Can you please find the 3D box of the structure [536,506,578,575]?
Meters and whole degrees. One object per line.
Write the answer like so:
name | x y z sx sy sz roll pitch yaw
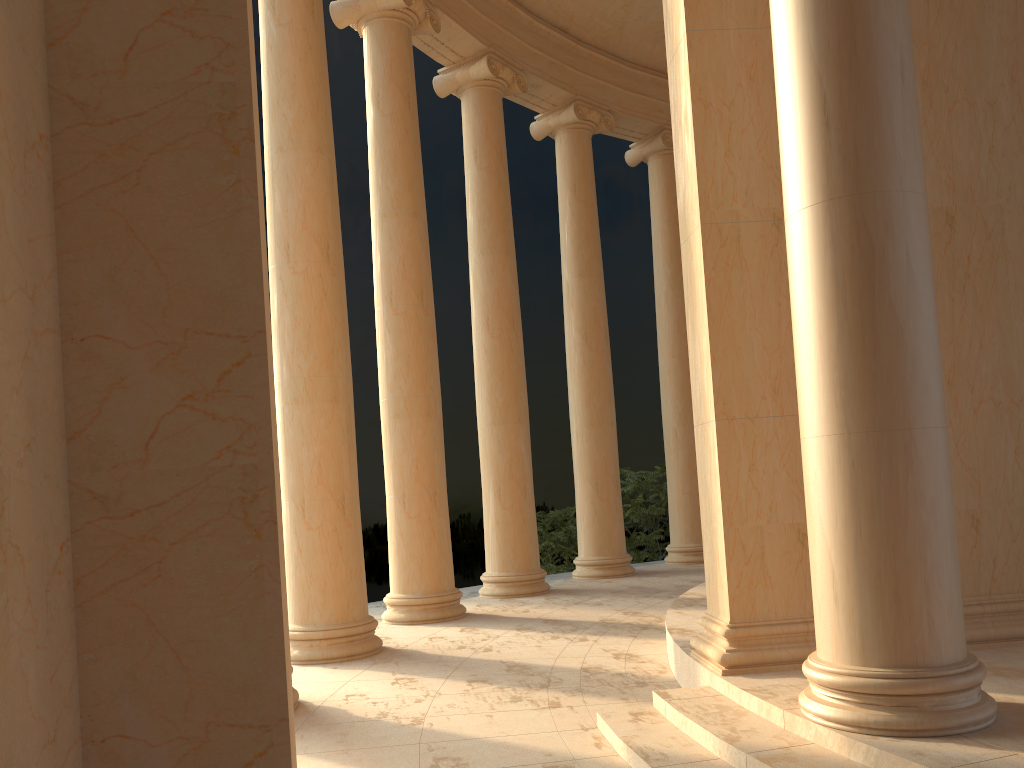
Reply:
structure | 67.623 306.619 1519.287 149.357 187.716 156.148 -4 -4 8

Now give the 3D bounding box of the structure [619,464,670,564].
structure | 255.753 291.313 1604.386 247.108 298.520 238.628 -4 -4 -2
